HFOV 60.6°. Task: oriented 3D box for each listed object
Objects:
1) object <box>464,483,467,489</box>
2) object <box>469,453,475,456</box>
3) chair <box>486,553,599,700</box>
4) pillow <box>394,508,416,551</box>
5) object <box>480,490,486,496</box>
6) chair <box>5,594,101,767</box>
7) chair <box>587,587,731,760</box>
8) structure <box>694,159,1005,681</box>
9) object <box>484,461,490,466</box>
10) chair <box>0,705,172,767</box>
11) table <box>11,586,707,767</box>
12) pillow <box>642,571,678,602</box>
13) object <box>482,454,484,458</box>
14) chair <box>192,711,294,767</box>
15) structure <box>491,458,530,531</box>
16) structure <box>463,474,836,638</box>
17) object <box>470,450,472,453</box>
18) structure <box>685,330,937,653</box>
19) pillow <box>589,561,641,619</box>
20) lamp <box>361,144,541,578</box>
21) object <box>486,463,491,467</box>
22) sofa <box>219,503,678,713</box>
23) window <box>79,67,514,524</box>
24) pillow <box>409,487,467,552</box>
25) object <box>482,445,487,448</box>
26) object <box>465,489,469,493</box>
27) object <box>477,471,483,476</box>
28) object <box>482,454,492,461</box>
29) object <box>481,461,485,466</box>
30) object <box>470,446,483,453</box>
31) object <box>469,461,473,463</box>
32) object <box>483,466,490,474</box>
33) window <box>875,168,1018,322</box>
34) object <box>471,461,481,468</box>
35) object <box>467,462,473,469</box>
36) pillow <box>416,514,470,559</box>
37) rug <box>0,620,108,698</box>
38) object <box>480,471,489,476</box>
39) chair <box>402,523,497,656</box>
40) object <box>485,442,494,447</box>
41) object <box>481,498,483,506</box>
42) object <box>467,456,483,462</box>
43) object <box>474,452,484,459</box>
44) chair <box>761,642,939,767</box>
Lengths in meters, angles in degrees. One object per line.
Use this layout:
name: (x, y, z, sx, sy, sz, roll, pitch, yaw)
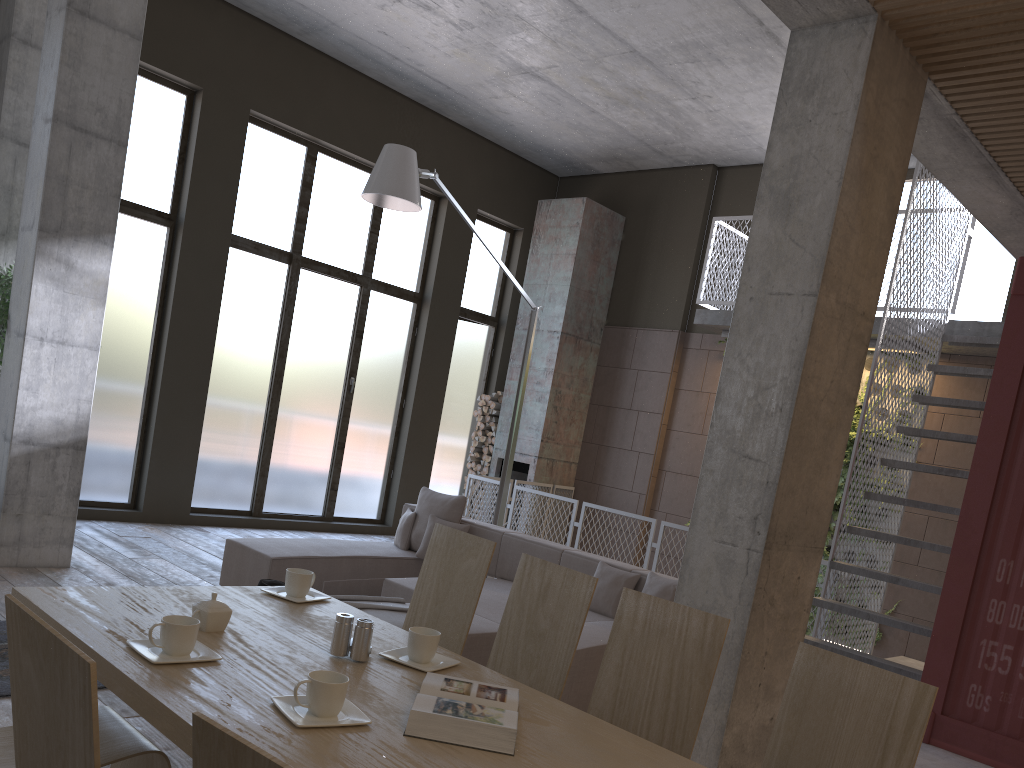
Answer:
object: (-0.479, 1.416, 12.040, 0.078, 0.108, 0.441, 13, 0, 44)
object: (-0.421, 0.994, 11.966, 0.120, 0.068, 0.367, 10, -3, 43)
chair: (-0.221, 1.110, 2.637, 0.729, 1.205, 0.342, 8, 5, -41)
pillow: (-0.898, 1.240, 7.424, 0.152, 0.379, 0.364, 9, 2, -13)
object: (-0.234, 1.479, 11.771, 0.092, 0.084, 0.485, 11, -1, 45)
chair: (-0.533, 0.995, 1.575, 0.342, 1.205, 0.728, 15, 5, 44)
chair: (0.127, 1.156, 2.283, 0.343, 1.205, 0.728, 14, 5, 41)
structure: (2.864, 0.446, 8.204, 3.622, 4.353, 3.065, 12, 3, 44)
object: (-0.195, 1.092, 11.766, 0.066, 0.068, 0.427, 12, -1, 45)
chair: (-1.273, 0.894, 2.236, 0.342, 1.205, 0.728, 15, 5, 44)
table: (0.662, 1.335, 1.180, 5.108, 0.929, 1.022, 8, -1, 43)
pillow: (0.964, 1.426, 5.747, 0.189, 0.369, 0.356, 7, 3, -41)
object: (-0.242, 0.993, 11.863, 0.099, 0.087, 0.367, 11, -1, 45)
chair: (-0.133, 1.053, 1.276, 0.343, 1.205, 0.727, 14, 5, 38)
structure: (0.016, 1.462, 11.374, 0.566, 0.936, 0.057, 13, 6, 43)
structure: (1.637, 1.869, 9.366, 4.360, 0.941, 1.948, 8, -3, 43)
object: (-0.398, 0.930, 11.986, 0.066, 0.072, 0.428, 12, -1, 45)
structure: (3.104, 1.140, 9.473, 2.582, 3.855, 1.013, 13, 5, 43)
pillow: (0.664, 1.421, 6.002, 0.364, 0.362, 0.188, 11, 3, 43)
lamp: (-0.424, 0.180, 7.334, 0.744, 3.454, 2.646, 13, 4, 32)
object: (-0.234, 1.084, 11.654, 0.062, 0.048, 0.253, 11, -2, 43)
sofa: (-0.759, 1.372, 5.857, 2.952, 0.791, 3.046, 8, -3, 44)
window: (-3.440, -0.782, 8.701, 0.205, 4.203, 9.309, 15, 2, 42)
pillow: (-0.645, 1.146, 7.236, 0.223, 0.562, 0.554, 6, 4, -44)
object: (-0.258, 0.866, 11.827, 0.363, 0.075, 0.063, 13, -1, -45)
object: (-0.499, 1.517, 12.066, 0.069, 0.119, 0.368, 13, 0, 44)
object: (-0.329, 1.215, 11.867, 0.063, 0.075, 0.363, 12, -1, 42)
object: (-0.207, 1.012, 11.793, 0.091, 0.094, 0.442, 12, -1, 45)
object: (-0.253, 1.086, 11.821, 0.066, 0.068, 0.427, 12, -1, 45)
object: (-0.372, 0.912, 11.922, 0.460, 0.090, 0.089, 13, -1, -44)
object: (-0.416, 1.070, 11.971, 0.430, 0.086, 0.065, 13, 0, -44)
object: (-0.252, 1.158, 11.667, 0.099, 0.103, 0.296, 12, -1, 43)
window: (4.151, -1.337, 9.052, 3.511, 1.763, 0.111, 9, 3, 43)
object: (-0.362, 1.117, 11.946, 0.089, 0.090, 0.460, 12, -1, 45)
object: (-0.432, 1.137, 12.004, 0.090, 0.093, 0.442, 12, -1, 45)
pillow: (-0.551, 1.256, 6.994, 0.373, 0.376, 0.169, 11, 4, 16)
rug: (-2.592, 1.355, 4.405, 1.144, 0.049, 2.951, 8, -4, 44)
object: (-0.257, 1.211, 11.794, 0.120, 0.068, 0.368, 9, -3, 45)
chair: (-0.537, 1.073, 3.025, 0.729, 1.205, 0.342, 8, 5, -43)
object: (-0.226, 0.829, 11.764, 0.087, 0.057, 0.336, 10, -2, 45)
object: (-0.264, 1.586, 11.743, 0.368, 0.126, 0.063, 13, 1, -45)
object: (-0.425, 1.029, 11.866, 0.070, 0.073, 0.427, 12, -1, 45)
object: (-0.324, 0.994, 11.926, 0.113, 0.080, 0.440, 10, -2, 45)
chair: (0.482, 1.202, 1.935, 0.729, 1.205, 0.342, 8, 5, -41)
